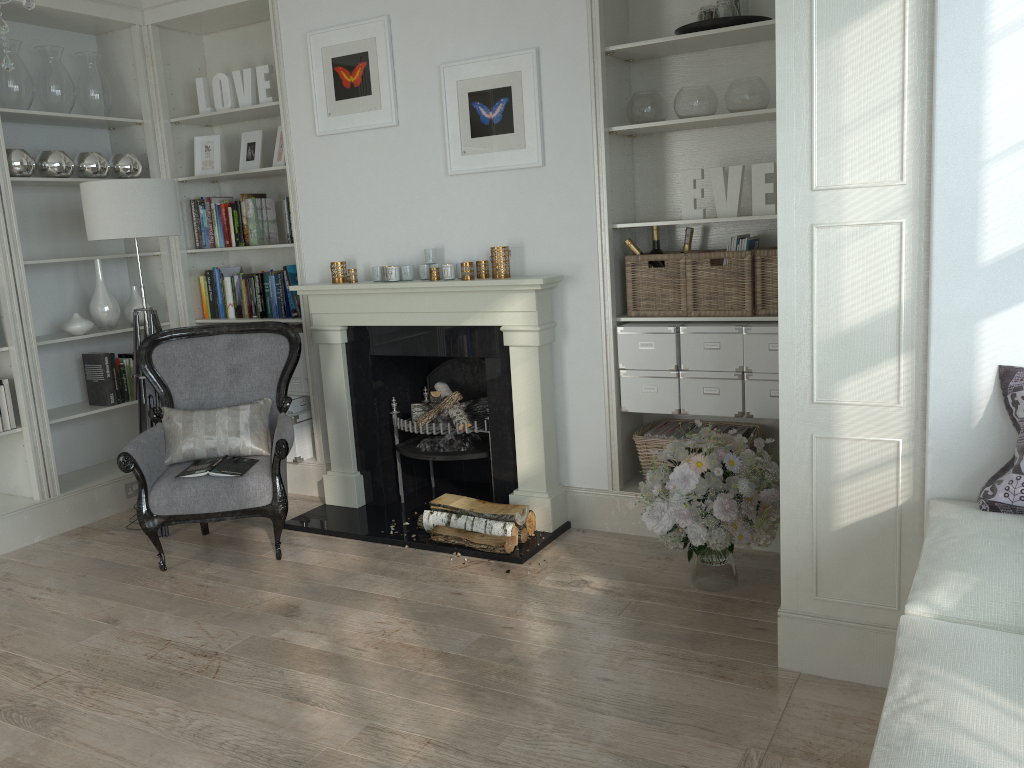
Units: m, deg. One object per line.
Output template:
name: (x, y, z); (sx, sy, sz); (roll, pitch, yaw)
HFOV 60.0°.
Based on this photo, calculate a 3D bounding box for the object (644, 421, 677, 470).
object: (0.704, 0.316, 4.095); (0.088, 0.238, 0.274); (2, 12, 29)

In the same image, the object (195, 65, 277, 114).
object: (-1.517, -1.605, 4.869); (0.554, 0.216, 0.039); (2, 12, 29)

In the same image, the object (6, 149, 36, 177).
object: (-2.482, -1.097, 4.426); (0.185, 0.140, 0.185); (-12, 13, -40)

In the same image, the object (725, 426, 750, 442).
object: (0.983, 0.328, 3.932); (0.088, 0.238, 0.274); (2, 12, 29)

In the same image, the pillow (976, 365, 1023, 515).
pillow: (1.431, 0.176, 2.116); (0.550, 0.398, 0.229); (5, 14, 41)

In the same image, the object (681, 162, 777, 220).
object: (0.902, -0.801, 3.699); (0.393, 0.207, 0.039); (2, 12, 29)

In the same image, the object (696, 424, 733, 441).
object: (0.912, 0.325, 3.972); (0.088, 0.238, 0.274); (2, 12, 29)

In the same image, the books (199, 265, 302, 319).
books: (-1.463, -0.541, 5.145); (0.763, 0.302, 0.215); (2, 12, 30)

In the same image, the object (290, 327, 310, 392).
object: (-1.099, -0.165, 5.009); (0.188, 0.378, 0.294); (2, 12, 29)

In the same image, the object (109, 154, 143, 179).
object: (-2.170, -1.216, 4.979); (0.185, 0.140, 0.185); (-12, 13, -40)

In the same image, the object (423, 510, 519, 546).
object: (-0.189, 0.647, 3.979); (0.483, 0.128, 0.084); (2, 12, 31)

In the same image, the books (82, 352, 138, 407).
books: (-2.191, -0.064, 5.087); (0.205, 0.291, 0.465); (2, 12, 29)

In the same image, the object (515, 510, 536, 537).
object: (-0.141, 0.622, 4.123); (0.516, 0.123, 0.118); (2, 11, 27)

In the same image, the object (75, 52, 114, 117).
object: (-2.324, -1.642, 4.926); (0.193, 0.362, 0.193); (-1, 10, 13)

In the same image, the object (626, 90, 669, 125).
object: (0.584, -1.184, 3.825); (0.185, 0.140, 0.185); (-12, 13, -40)

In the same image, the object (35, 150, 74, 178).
object: (-2.378, -1.136, 4.610); (0.185, 0.140, 0.185); (-12, 13, -40)

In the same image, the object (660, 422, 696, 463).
object: (0.765, 0.320, 4.053); (0.088, 0.238, 0.274); (2, 12, 29)

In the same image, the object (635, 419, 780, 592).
object: (0.767, 0.463, 3.388); (0.544, 0.643, 0.570); (0, 11, 20)

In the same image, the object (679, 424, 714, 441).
object: (0.836, 0.322, 4.013); (0.088, 0.238, 0.274); (2, 12, 29)

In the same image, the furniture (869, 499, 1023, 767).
furniture: (0.750, 0.797, 0.939); (0.837, 0.459, 3.150); (2, 12, 29)

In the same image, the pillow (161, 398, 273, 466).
pillow: (-1.398, 0.231, 4.183); (0.547, 0.263, 0.210); (-5, 10, -10)

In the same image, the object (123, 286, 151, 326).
object: (-2.138, -0.445, 5.053); (0.153, 0.225, 0.154); (-8, 11, -25)

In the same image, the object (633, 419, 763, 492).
object: (0.843, 0.334, 4.014); (0.554, 0.263, 0.408); (2, 12, 30)

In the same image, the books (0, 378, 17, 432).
books: (-2.657, 0.120, 4.229); (0.205, 0.291, 0.465); (2, 12, 29)

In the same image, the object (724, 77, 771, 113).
object: (0.960, -1.170, 3.616); (0.185, 0.140, 0.185); (-12, 13, -40)

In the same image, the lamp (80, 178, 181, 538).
lamp: (-1.809, -0.126, 4.457); (0.429, 1.739, 0.429); (-9, 11, -27)

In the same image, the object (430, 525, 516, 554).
object: (-0.174, 0.683, 3.903); (0.389, 0.085, 0.109); (2, 12, 31)

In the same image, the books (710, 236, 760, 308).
books: (0.932, -0.471, 3.792); (0.205, 0.306, 0.221); (2, 12, 29)

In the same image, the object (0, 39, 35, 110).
object: (-2.550, -1.555, 4.524); (0.193, 0.362, 0.193); (-1, 10, 13)

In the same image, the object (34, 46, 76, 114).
object: (-2.437, -1.598, 4.725); (0.193, 0.362, 0.193); (-1, 10, 13)

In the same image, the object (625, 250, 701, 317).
object: (0.688, -0.451, 3.958); (0.276, 0.270, 0.275); (2, 12, 29)

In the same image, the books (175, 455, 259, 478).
books: (-1.329, 0.370, 4.005); (0.304, 0.046, 0.224); (-3, 10, 4)

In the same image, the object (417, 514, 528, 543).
object: (-0.189, 0.658, 4.067); (0.561, 0.078, 0.078); (2, 12, 30)

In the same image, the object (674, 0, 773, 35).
object: (0.867, -1.666, 3.579); (0.399, 0.485, 0.457); (-7, 11, -20)

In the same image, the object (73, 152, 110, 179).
object: (-2.274, -1.176, 4.795); (0.185, 0.140, 0.185); (-12, 13, -40)

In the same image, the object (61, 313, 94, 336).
object: (-2.313, -0.318, 4.719); (0.154, 0.116, 0.152); (1, 11, 26)

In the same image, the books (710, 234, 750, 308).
books: (0.896, -0.482, 3.811); (0.205, 0.306, 0.221); (2, 12, 29)

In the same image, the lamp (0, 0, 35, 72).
lamp: (-1.508, -2.000, 1.890); (0.577, 2.542, 0.648); (-4, 10, 0)

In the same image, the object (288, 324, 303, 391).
object: (-1.268, -0.163, 5.104); (0.188, 0.360, 0.294); (2, 12, 29)

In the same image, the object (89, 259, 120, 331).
object: (-2.242, -0.489, 4.856); (0.155, 0.397, 0.155); (-1, 11, 14)

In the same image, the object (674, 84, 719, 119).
object: (0.772, -1.177, 3.720); (0.185, 0.140, 0.185); (-12, 13, -40)

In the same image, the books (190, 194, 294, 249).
books: (-1.435, -0.945, 5.059); (0.919, 0.301, 0.209); (2, 12, 30)
